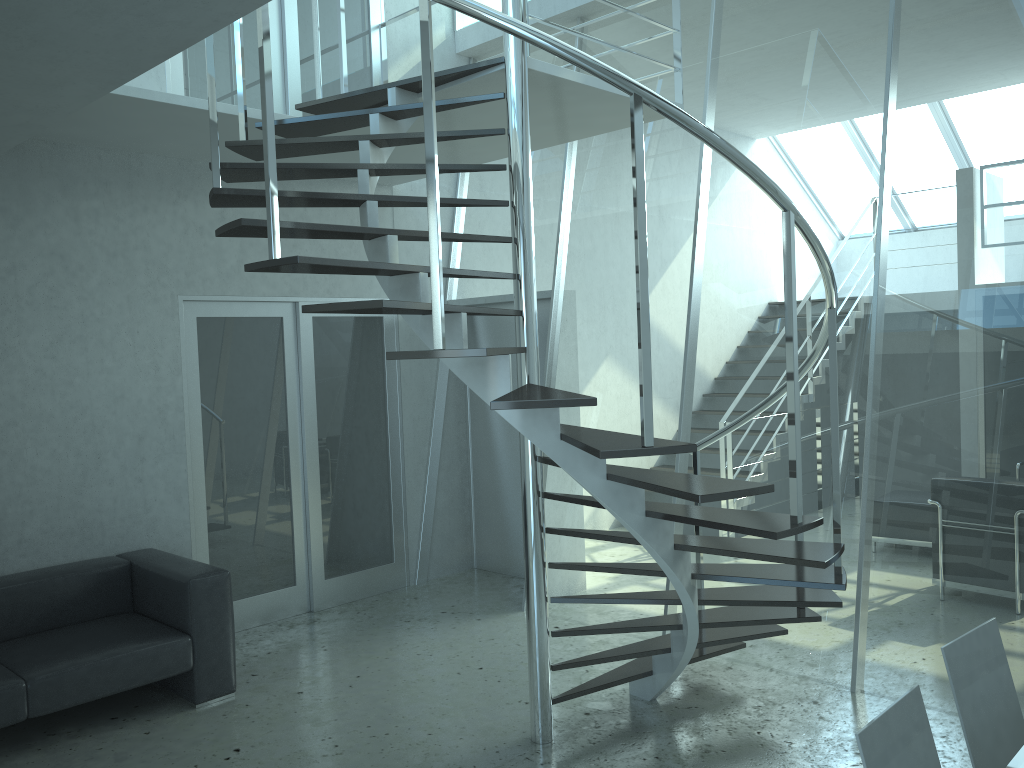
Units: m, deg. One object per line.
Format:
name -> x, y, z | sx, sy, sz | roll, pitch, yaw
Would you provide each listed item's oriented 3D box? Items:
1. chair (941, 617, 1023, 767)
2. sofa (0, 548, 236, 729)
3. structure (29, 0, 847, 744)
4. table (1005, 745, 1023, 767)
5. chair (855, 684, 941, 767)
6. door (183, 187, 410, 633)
chair -> 1.506, 1.151, 2.416 | 0.413, 0.857, 0.492 | -4, 3, -41
sofa -> -2.435, 1.317, 4.170 | 0.943, 0.652, 2.025 | 0, 3, 44
structure -> -0.405, -0.498, 4.250 | 3.780, 4.156, 2.655 | 0, 3, 44
table -> 1.617, 1.238, 1.826 | 1.000, 0.720, 2.100 | 0, 3, 44
chair -> 1.075, 1.187, 1.930 | 0.492, 0.857, 0.410 | 0, 3, 44
door -> -1.390, 0.121, 6.664 | 1.162, 3.200, 2.576 | -2, 2, 2
